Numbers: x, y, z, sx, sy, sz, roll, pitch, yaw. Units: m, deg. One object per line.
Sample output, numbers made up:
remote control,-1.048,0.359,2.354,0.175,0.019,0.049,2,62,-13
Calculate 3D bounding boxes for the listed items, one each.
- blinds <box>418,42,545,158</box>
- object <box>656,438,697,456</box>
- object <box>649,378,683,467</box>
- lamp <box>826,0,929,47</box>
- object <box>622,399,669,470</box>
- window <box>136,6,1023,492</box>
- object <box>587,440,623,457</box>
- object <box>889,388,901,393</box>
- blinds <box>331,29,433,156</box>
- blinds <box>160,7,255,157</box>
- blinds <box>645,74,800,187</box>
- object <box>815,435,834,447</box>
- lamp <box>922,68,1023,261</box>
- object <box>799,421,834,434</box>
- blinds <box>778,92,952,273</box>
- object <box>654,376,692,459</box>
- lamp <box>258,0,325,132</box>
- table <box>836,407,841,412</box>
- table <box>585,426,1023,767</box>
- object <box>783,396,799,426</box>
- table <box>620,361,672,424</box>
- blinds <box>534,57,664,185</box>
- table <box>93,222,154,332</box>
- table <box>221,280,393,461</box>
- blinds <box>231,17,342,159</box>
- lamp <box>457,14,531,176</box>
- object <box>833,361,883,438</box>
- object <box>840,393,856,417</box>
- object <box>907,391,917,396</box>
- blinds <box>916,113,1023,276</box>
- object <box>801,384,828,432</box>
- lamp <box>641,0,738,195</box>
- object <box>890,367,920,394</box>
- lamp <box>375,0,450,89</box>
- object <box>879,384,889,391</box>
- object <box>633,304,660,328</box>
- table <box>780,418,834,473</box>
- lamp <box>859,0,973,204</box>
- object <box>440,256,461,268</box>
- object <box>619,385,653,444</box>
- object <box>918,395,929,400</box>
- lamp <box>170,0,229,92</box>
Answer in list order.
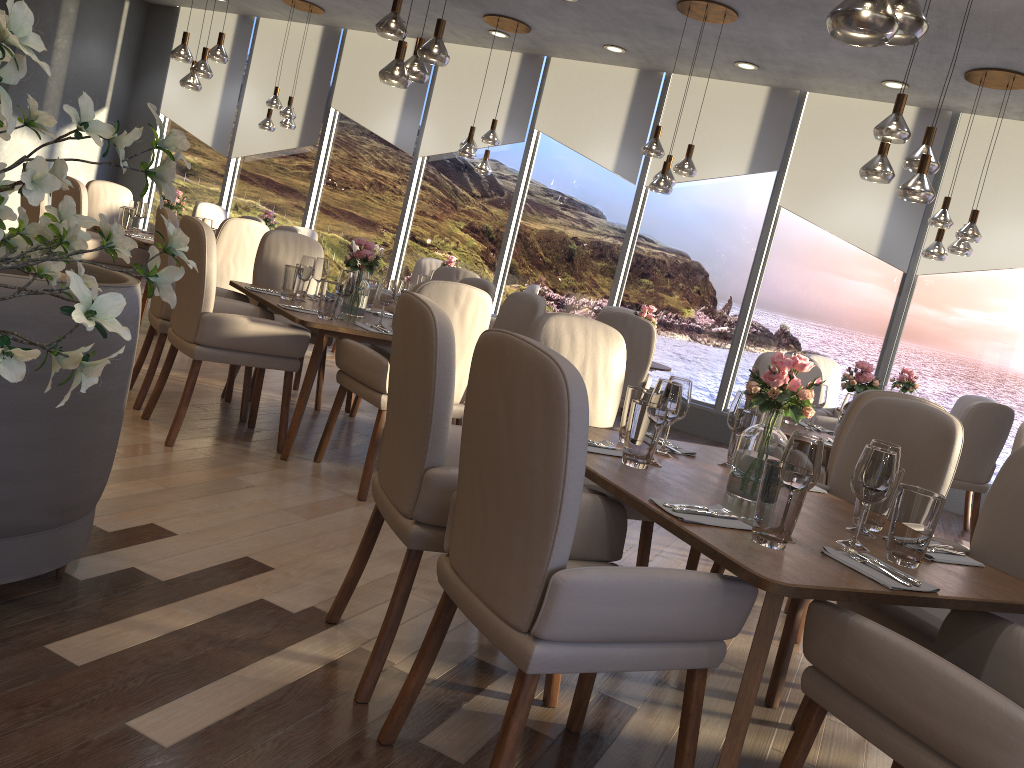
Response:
blinds,-0.163,-3.532,9.033,1.177,2.672,0.007,16,6,23
object,0.502,0.197,2.903,0.157,0.019,0.256,11,8,-22
object,0.425,0.110,2.542,0.092,0.244,0.092,16,6,19
lamp,1.086,-1.489,2.224,0.440,1.322,0.440,15,6,8
object,0.361,0.141,2.451,0.102,0.178,0.102,15,6,13
window,1.991,-0.940,5.038,8.042,3.189,16.212,11,8,-22
object,0.241,0.176,2.585,0.254,0.019,0.158,10,8,-23
object,2.724,0.157,6.370,0.092,0.244,0.092,14,6,4
blinds,-1.264,-3.866,9.524,1.177,2.672,0.007,16,6,23
blinds,-3.574,-4.115,10.552,1.177,2.672,0.007,16,6,23
blinds,2.088,-2.999,8.029,1.177,2.672,0.007,16,6,23
object,1.513,0.275,4.173,0.157,0.019,0.256,13,7,-1
lamp,3.264,-1.509,6.296,0.439,1.322,0.441,13,6,-10
object,1.613,0.229,4.694,0.157,0.019,0.256,13,7,-3
blinds,3.120,-2.378,7.567,1.177,2.672,0.007,16,6,23
object,0.491,0.101,2.731,0.092,0.244,0.092,17,7,25
lamp,-2.298,-3.247,9.156,0.441,1.322,0.439,16,6,22
table,2.726,0.606,6.516,0.835,0.660,0.835,15,7,10
table,0.563,0.625,2.465,0.962,0.663,1.314,10,8,-26
object,1.478,0.122,4.630,0.102,0.178,0.102,14,6,3
table,0.688,0.105,6.560,0.832,0.660,0.838,12,7,-17
blinds,0.972,-3.337,8.527,1.177,2.672,0.007,16,6,23
table,-2.824,-0.819,7.060,1.314,0.664,0.963,20,9,39
table,-0.958,-0.056,4.768,0.962,0.663,1.315,9,8,-33
blinds,-2.470,-3.781,10.060,1.177,2.672,0.007,16,6,23
lamp,-0.199,-2.577,7.972,0.440,1.322,0.440,15,6,16
object,1.729,0.084,4.459,0.209,0.414,0.199,12,6,-19
object,1.630,0.170,4.301,0.092,0.244,0.093,11,6,-21
object,2.940,0.179,6.594,0.092,0.244,0.092,17,7,25
blinds,4.222,-2.044,7.075,1.177,2.672,0.007,16,6,23
object,1.551,0.118,4.542,0.092,0.244,0.092,15,6,17
lamp,1.230,-2.012,6.357,0.441,1.322,0.439,16,6,25
object,2.853,0.085,6.481,0.197,0.414,0.211,10,7,-29
lamp,-0.418,-2.170,4.562,0.441,1.322,0.439,17,7,28
object,2.734,0.128,6.600,0.092,0.244,0.092,14,6,4
object,0.952,-0.379,6.490,0.210,0.414,0.198,13,6,-4
table,1.459,0.575,4.465,0.833,0.660,0.837,13,7,-2
lamp,2.005,-1.539,4.251,0.441,1.322,0.439,17,7,30
object,-0.589,-0.975,8.131,0.198,0.414,0.210,16,6,20
object,0.393,0.103,2.790,0.102,0.178,0.102,14,6,4
object,2.927,0.207,6.365,0.092,0.244,0.093,9,7,-37
lamp,-2.316,-2.937,6.823,0.438,1.322,0.442,11,7,-28
